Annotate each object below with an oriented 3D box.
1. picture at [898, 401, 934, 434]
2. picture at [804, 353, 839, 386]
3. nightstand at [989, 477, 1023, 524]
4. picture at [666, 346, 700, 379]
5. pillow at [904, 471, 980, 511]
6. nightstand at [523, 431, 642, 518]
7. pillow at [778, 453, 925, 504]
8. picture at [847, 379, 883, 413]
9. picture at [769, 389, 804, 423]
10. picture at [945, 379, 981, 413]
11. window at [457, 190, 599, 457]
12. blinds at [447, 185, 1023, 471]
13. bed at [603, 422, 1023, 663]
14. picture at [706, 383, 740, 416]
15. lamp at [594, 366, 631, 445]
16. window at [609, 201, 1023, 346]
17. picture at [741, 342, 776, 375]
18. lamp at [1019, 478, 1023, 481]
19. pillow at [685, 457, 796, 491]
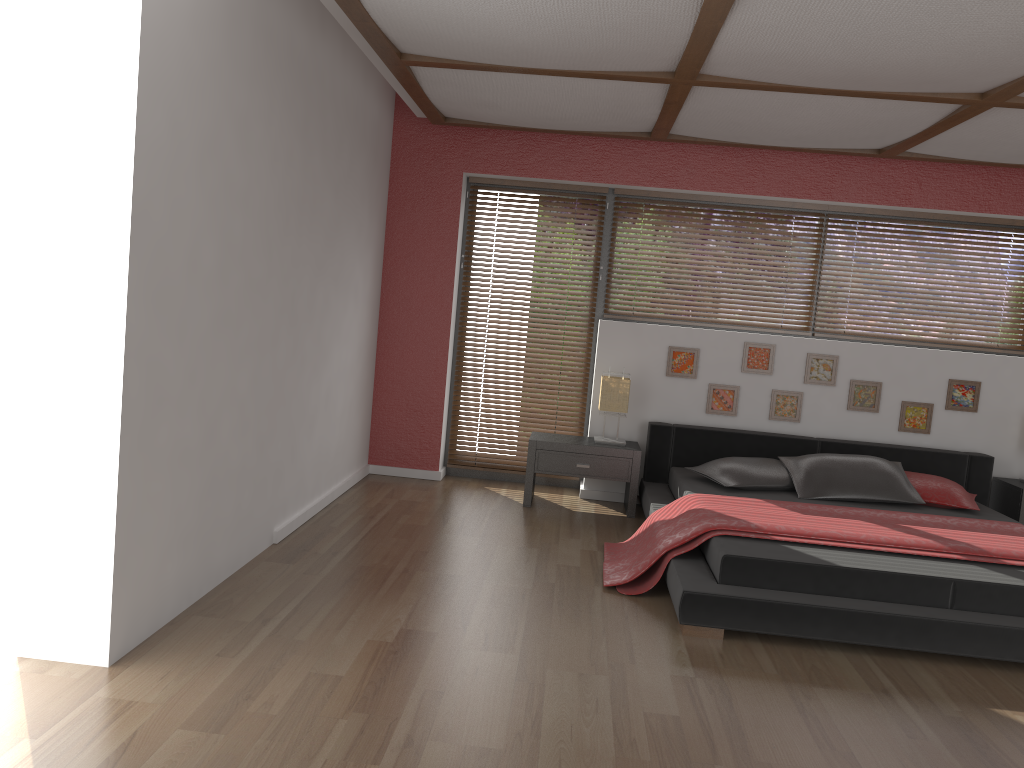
[{"bbox_3d":[2.618,0.218,5.748,0.200,0.200,0.010,5,5,4],"label":"picture"},{"bbox_3d":[2.012,-0.093,5.769,0.200,0.200,0.010,5,5,4],"label":"picture"},{"bbox_3d":[3.404,0.855,5.491,0.700,0.423,0.413,5,5,4],"label":"nightstand"},{"bbox_3d":[1.123,-0.141,5.834,0.200,0.200,0.010,5,5,4],"label":"picture"},{"bbox_3d":[2.367,0.615,5.269,0.745,0.172,0.418,7,5,23],"label":"pillow"},{"bbox_3d":[0.448,0.575,5.697,0.700,0.423,0.413,5,5,4],"label":"nightstand"},{"bbox_3d":[1.965,0.538,5.153,0.744,0.241,0.386,5,5,-1],"label":"pillow"},{"bbox_3d":[2.291,0.079,5.762,0.200,0.200,0.010,5,5,4],"label":"picture"},{"bbox_3d":[1.794,0.144,5.805,0.200,0.200,0.010,5,5,4],"label":"picture"},{"bbox_3d":[2.907,0.076,5.714,0.200,0.200,0.010,5,5,4],"label":"picture"},{"bbox_3d":[0.103,-0.403,6.248,0.889,1.893,0.020,5,5,4],"label":"window"},{"bbox_3d":[2.030,-0.179,6.048,4.840,1.952,0.032,5,5,4],"label":"blinds"},{"bbox_3d":[1.714,0.705,4.603,2.469,0.577,2.413,5,5,4],"label":"bed"},{"bbox_3d":[1.386,0.105,5.833,0.200,0.200,0.010,5,5,4],"label":"picture"},{"bbox_3d":[0.650,0.129,5.686,0.200,0.480,0.200,5,5,4],"label":"lamp"},{"bbox_3d":[2.090,-0.759,6.066,2.817,0.786,0.020,5,5,4],"label":"window"},{"bbox_3d":[1.610,-0.167,5.794,0.200,0.200,0.010,5,5,4],"label":"picture"},{"bbox_3d":[3.330,0.382,5.499,0.200,0.480,0.200,5,5,4],"label":"lamp"},{"bbox_3d":[1.458,0.534,5.279,0.745,0.172,0.418,3,5,-21],"label":"pillow"}]
